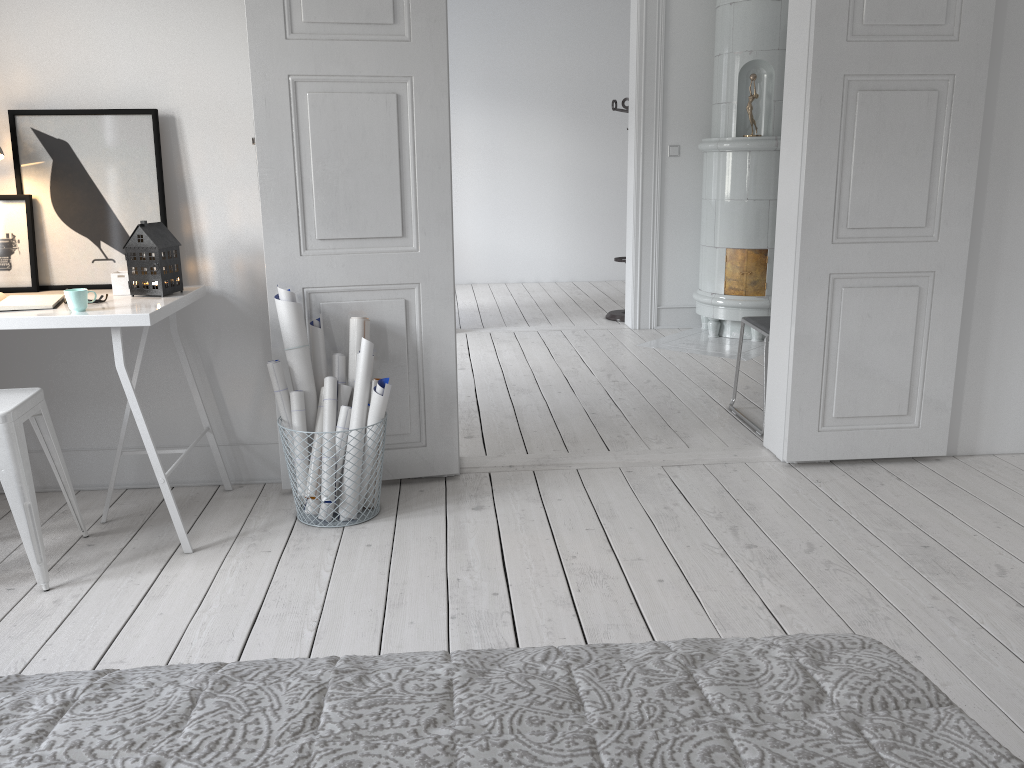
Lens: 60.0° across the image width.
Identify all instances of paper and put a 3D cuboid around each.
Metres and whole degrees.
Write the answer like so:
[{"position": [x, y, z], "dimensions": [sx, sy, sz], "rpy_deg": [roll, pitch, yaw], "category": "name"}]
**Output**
[{"position": [-0.641, 0.227, 3.099], "dimensions": [0.054, 0.431, 0.253], "rpy_deg": [7, 16, 30], "category": "paper"}, {"position": [-0.620, 0.059, 3.079], "dimensions": [0.431, 0.793, 0.181], "rpy_deg": [10, 17, 37], "category": "paper"}, {"position": [-0.556, 0.094, 3.192], "dimensions": [0.073, 0.668, 0.181], "rpy_deg": [4, 14, 17], "category": "paper"}, {"position": [-0.541, 0.164, 3.133], "dimensions": [0.060, 0.553, 0.153], "rpy_deg": [11, 18, 39], "category": "paper"}, {"position": [-0.626, 0.190, 3.047], "dimensions": [0.049, 0.402, 0.244], "rpy_deg": [-1, 14, -2], "category": "paper"}, {"position": [-0.485, 0.211, 3.137], "dimensions": [0.123, 0.464, 0.057], "rpy_deg": [-9, 16, -31], "category": "paper"}, {"position": [-0.728, 0.204, 3.055], "dimensions": [0.047, 0.360, 0.129], "rpy_deg": [-4, 14, -15], "category": "paper"}, {"position": [-0.616, 0.168, 3.169], "dimensions": [0.047, 0.541, 0.201], "rpy_deg": [-1, 14, -1], "category": "paper"}, {"position": [-0.667, 0.203, 3.076], "dimensions": [0.047, 0.358, 0.240], "rpy_deg": [2, 14, 10], "category": "paper"}, {"position": [-0.759, 0.185, 3.088], "dimensions": [0.166, 0.546, 0.046], "rpy_deg": [4, 14, 18], "category": "paper"}, {"position": [-0.590, 0.265, 3.081], "dimensions": [0.078, 0.389, 0.234], "rpy_deg": [6, 15, 25], "category": "paper"}]

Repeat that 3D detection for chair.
[{"position": [1.364, -0.217, 4.098], "dimensions": [0.562, 0.797, 0.525], "rpy_deg": [-2, 14, -4], "category": "chair"}, {"position": [-1.584, 0.306, 2.677], "dimensions": [0.407, 0.527, 0.410], "rpy_deg": [-3, 14, -9], "category": "chair"}]

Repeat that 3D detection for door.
[{"position": [-0.553, -0.762, 3.112], "dimensions": [0.678, 2.324, 0.034], "rpy_deg": [-4, 14, -13], "category": "door"}, {"position": [1.409, -0.833, 3.301], "dimensions": [0.666, 2.324, 0.034], "rpy_deg": [-2, 14, -4], "category": "door"}]

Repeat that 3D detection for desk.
[{"position": [-1.622, 0.111, 2.960], "dimensions": [1.163, 0.776, 0.641], "rpy_deg": [-2, 14, -4], "category": "desk"}]

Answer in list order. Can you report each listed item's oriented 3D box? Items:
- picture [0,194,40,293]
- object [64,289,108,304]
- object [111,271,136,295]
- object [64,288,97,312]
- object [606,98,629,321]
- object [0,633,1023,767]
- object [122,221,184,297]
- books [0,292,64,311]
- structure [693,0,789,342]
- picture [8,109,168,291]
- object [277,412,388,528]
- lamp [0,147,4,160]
[{"position": [-1.783, -0.482, 3.062], "dimensions": [0.261, 0.333, 0.062], "rpy_deg": [-2, 14, -4], "category": "picture"}, {"position": [-1.356, -0.276, 2.803], "dimensions": [0.133, 0.047, 0.114], "rpy_deg": [-5, 14, -16], "category": "object"}, {"position": [-1.316, -0.344, 3.017], "dimensions": [0.065, 0.073, 0.078], "rpy_deg": [-3, 14, -8], "category": "object"}, {"position": [-1.293, -0.250, 2.654], "dimensions": [0.082, 0.065, 0.064], "rpy_deg": [-2, 14, -6], "category": "object"}, {"position": [0.920, -1.330, 6.834], "dimensions": [0.375, 1.657, 0.375], "rpy_deg": [12, 18, 42], "category": "object"}, {"position": [-0.210, 0.400, 0.999], "dimensions": [1.460, 0.104, 0.405], "rpy_deg": [-2, 14, -4], "category": "object"}, {"position": [-1.197, -0.422, 2.963], "dimensions": [0.135, 0.248, 0.135], "rpy_deg": [2, 14, 11], "category": "object"}, {"position": [-1.599, -0.253, 2.756], "dimensions": [0.358, 0.029, 0.291], "rpy_deg": [-5, 15, -18], "category": "books"}, {"position": [1.666, -1.695, 6.014], "dimensions": [0.788, 2.741, 0.788], "rpy_deg": [-6, 15, -21], "category": "structure"}, {"position": [-1.464, -0.639, 3.093], "dimensions": [0.493, 0.614, 0.062], "rpy_deg": [-2, 14, -4], "category": "picture"}, {"position": [-0.617, 0.282, 3.104], "dimensions": [0.374, 0.350, 0.374], "rpy_deg": [-1, 14, -2], "category": "object"}, {"position": [-1.947, -0.578, 2.899], "dimensions": [0.568, 0.745, 0.165], "rpy_deg": [-3, 14, -9], "category": "lamp"}]
